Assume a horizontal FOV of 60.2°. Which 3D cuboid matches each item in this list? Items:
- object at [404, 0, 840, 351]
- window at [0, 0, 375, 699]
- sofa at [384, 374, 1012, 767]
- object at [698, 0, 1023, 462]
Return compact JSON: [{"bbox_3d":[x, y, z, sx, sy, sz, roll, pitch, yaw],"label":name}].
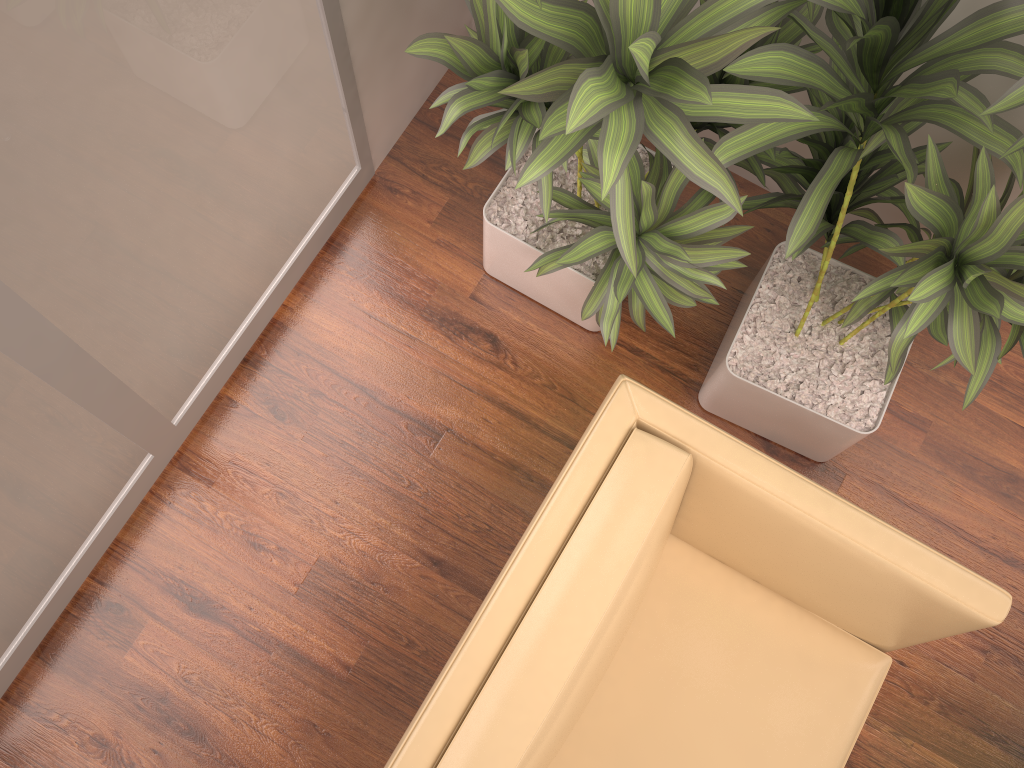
[{"bbox_3d":[0.270,-0.740,1.662,1.066,2.158,0.955,-40,78,-13],"label":"object"},{"bbox_3d":[-2.440,2.137,0.234,0.062,3.358,8.405,30,77,8],"label":"window"},{"bbox_3d":[0.126,1.030,1.888,0.874,0.858,1.769,30,77,7],"label":"sofa"},{"bbox_3d":[0.859,-0.418,1.600,1.070,2.158,0.952,43,76,11],"label":"object"}]
